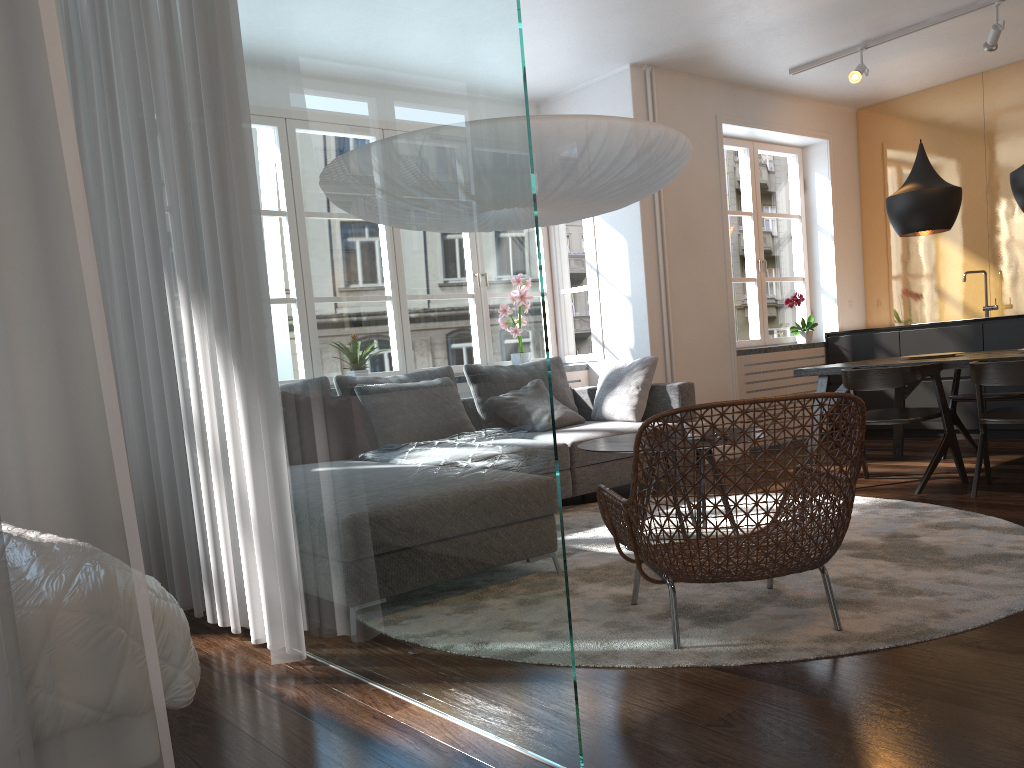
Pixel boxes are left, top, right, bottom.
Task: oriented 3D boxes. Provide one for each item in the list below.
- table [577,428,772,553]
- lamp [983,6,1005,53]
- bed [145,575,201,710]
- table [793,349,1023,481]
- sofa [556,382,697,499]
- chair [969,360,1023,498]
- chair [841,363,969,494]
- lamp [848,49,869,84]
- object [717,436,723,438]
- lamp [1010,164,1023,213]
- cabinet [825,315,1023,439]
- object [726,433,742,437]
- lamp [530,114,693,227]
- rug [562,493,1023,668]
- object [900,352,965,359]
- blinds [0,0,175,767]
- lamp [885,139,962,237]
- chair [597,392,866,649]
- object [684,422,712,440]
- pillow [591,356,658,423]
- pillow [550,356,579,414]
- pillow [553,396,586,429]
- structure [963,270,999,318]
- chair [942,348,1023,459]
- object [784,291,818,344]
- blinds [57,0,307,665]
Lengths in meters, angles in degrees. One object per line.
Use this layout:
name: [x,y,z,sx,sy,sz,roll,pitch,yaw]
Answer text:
table: [0.731,0.477,3.939,0.843,0.475,0.847,-7,3,-36]
lamp: [2.951,-2.166,5.375,0.085,0.240,0.250,-5,3,2]
bed: [-2.123,0.639,1.724,2.429,0.767,2.166,-6,2,-39]
table: [2.940,0.159,4.760,1.101,0.683,2.501,-7,3,-39]
sofa: [-0.008,0.427,4.666,3.052,0.675,2.040,-6,2,-39]
chair: [2.546,0.208,4.346,0.517,0.675,0.593,-8,5,-38]
chair: [2.114,0.234,4.874,0.517,0.675,0.593,-8,5,-40]
lamp: [2.324,-2.123,5.929,0.085,0.241,0.249,-1,5,38]
object: [0.910,0.219,3.801,0.025,0.016,0.162,-4,2,26]
lamp: [2.847,-1.184,4.645,0.411,0.544,0.408,-3,5,28]
cabinet: [4.534,-0.106,5.732,0.728,0.905,5.065,-8,3,-39]
object: [0.949,0.216,3.783,0.015,0.015,0.167,-2,3,39]
lamp: [-0.015,-0.770,3.558,1.470,0.211,1.463,-5,1,-2]
rug: [0.712,0.715,3.806,2.842,0.012,2.819,-4,2,31]
object: [2.510,-0.167,5.282,0.354,0.017,0.356,-6,2,-35]
blinds: [-1.302,-0.454,0.646,1.799,2.753,0.153,-8,6,-36]
lamp: [2.410,-1.159,5.189,0.410,0.544,0.409,-5,4,-5]
chair: [0.664,0.383,2.711,0.717,0.714,0.682,-5,4,-6]
object: [0.799,0.202,3.792,0.091,0.069,0.139,-7,3,-27]
pillow: [0.694,0.042,5.738,0.285,0.417,0.494,-9,5,-40]
pillow: [0.090,0.074,5.843,0.832,0.480,0.275,-7,5,-38]
pillow: [0.153,0.134,5.586,0.445,0.323,0.489,-3,3,33]
structure: [3.648,-0.692,6.880,0.265,0.388,0.109,-7,6,-23]
chair: [3.110,0.127,5.645,0.516,0.675,0.593,-9,5,-42]
object: [2.417,-0.556,7.366,0.230,0.440,0.403,-3,4,27]
blinds: [-1.280,-0.517,3.181,0.152,2.752,1.806,-9,6,-37]
